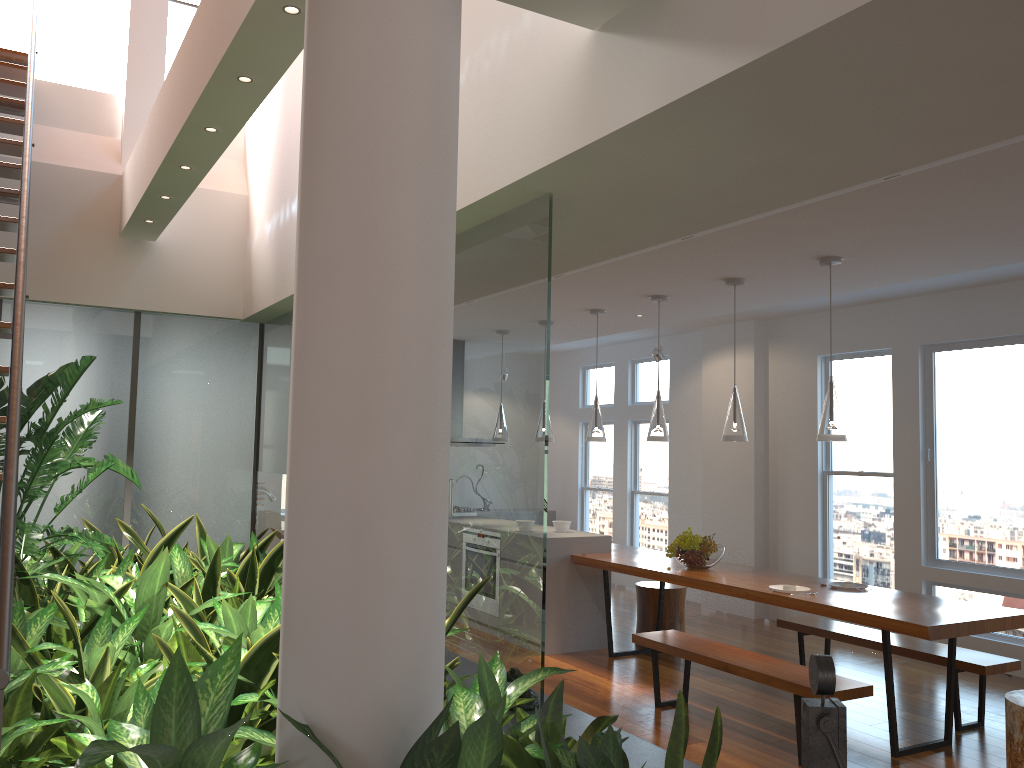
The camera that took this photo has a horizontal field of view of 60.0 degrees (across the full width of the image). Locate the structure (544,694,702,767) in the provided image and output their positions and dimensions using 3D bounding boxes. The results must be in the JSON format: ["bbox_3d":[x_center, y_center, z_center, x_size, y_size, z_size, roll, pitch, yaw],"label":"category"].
[{"bbox_3d":[-1.049,1.469,2.917,3.088,0.386,5.584,4,-5,-30],"label":"structure"}]

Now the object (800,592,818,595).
[{"bbox_3d":[1.603,1.141,4.821,0.149,0.014,0.044,4,-5,-31],"label":"object"}]

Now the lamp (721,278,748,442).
[{"bbox_3d":[1.357,-0.181,5.401,0.160,1.060,0.160,1,-4,-3],"label":"lamp"}]

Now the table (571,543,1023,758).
[{"bbox_3d":[0.741,1.631,6.749,0.893,0.704,5.996,4,-5,-30],"label":"table"}]

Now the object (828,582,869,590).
[{"bbox_3d":[1.937,1.167,5.112,0.222,0.020,0.222,5,-6,-38],"label":"object"}]

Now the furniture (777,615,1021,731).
[{"bbox_3d":[2.234,1.709,5.287,0.316,0.389,1.433,4,-5,-30],"label":"furniture"}]

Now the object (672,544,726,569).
[{"bbox_3d":[1.234,1.150,5.890,0.360,0.159,0.360,-1,-5,24],"label":"object"}]

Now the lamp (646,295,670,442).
[{"bbox_3d":[0.997,-0.140,6.026,0.160,1.060,0.160,1,-4,-3],"label":"lamp"}]

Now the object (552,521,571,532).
[{"bbox_3d":[0.390,1.118,6.947,0.152,0.082,0.152,-1,-5,21],"label":"object"}]

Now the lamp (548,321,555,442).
[{"bbox_3d":[0.275,-0.057,7.277,0.160,1.060,0.160,1,-4,-3],"label":"lamp"}]

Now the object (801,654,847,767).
[{"bbox_3d":[0.872,0.987,2.276,0.318,0.565,0.134,1,-4,6],"label":"object"}]

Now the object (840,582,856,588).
[{"bbox_3d":[1.937,1.161,5.113,0.079,0.030,0.070,0,-5,13],"label":"object"}]

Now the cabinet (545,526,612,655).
[{"bbox_3d":[-0.244,1.628,7.795,0.597,0.832,2.936,4,-5,-30],"label":"cabinet"}]

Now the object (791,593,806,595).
[{"bbox_3d":[1.587,1.147,4.850,0.164,0.006,0.017,3,-5,-25],"label":"object"}]

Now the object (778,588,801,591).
[{"bbox_3d":[1.548,1.150,4.944,0.124,0.011,0.124,2,-5,-9],"label":"object"}]

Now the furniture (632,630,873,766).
[{"bbox_3d":[1.200,1.641,4.695,0.316,0.389,1.433,4,-5,-30],"label":"furniture"}]

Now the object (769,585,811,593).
[{"bbox_3d":[1.548,1.146,4.944,0.222,0.020,0.222,0,-5,11],"label":"object"}]

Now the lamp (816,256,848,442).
[{"bbox_3d":[1.718,-0.222,4.776,0.160,1.060,0.160,1,-4,-3],"label":"lamp"}]

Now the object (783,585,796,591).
[{"bbox_3d":[1.548,1.140,4.945,0.079,0.030,0.070,-1,-5,23],"label":"object"}]

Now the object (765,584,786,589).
[{"bbox_3d":[1.499,1.151,5.039,0.158,0.017,0.019,3,-5,-25],"label":"object"}]

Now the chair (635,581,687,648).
[{"bbox_3d":[1.145,1.776,6.824,0.396,0.455,0.402,5,-6,-40],"label":"chair"}]

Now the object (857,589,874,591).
[{"bbox_3d":[2.001,1.161,5.027,0.158,0.017,0.019,4,-5,-35],"label":"object"}]

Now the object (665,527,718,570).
[{"bbox_3d":[1.206,1.087,5.895,0.292,0.284,0.394,-1,-5,24],"label":"object"}]

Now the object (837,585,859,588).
[{"bbox_3d":[1.937,1.171,5.112,0.124,0.011,0.124,-3,-6,42],"label":"object"}]

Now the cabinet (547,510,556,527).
[{"bbox_3d":[-0.127,1.920,10.909,1.309,0.725,0.420,4,-5,-30],"label":"cabinet"}]

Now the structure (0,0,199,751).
[{"bbox_3d":[-1.520,-0.584,3.548,2.552,4.265,4.591,4,-5,-30],"label":"structure"}]

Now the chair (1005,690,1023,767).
[{"bbox_3d":[2.405,1.591,3.845,0.460,0.400,0.460,3,-5,-20],"label":"chair"}]

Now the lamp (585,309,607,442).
[{"bbox_3d":[0.636,-0.098,6.652,0.160,1.060,0.160,1,-4,-3],"label":"lamp"}]

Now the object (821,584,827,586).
[{"bbox_3d":[1.868,1.177,5.214,0.149,0.014,0.044,4,-5,-28],"label":"object"}]
